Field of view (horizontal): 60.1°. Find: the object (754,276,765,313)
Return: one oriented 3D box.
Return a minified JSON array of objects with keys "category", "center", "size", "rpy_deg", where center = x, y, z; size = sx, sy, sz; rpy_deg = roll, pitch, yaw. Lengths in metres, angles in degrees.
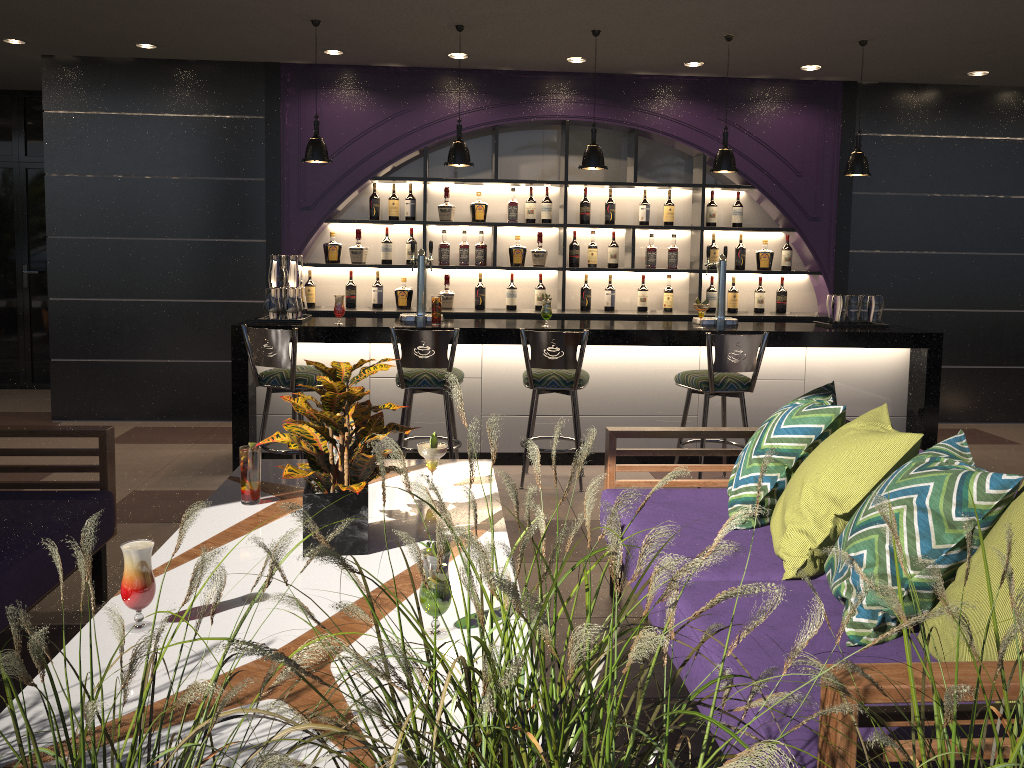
[{"category":"object","center":[2.034,-0.733,7.264],"size":[0.086,0.297,0.086],"rpy_deg":[6,7,44]}]

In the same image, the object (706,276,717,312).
[{"category":"object","center":[1.629,-0.734,7.229],"size":[0.086,0.296,0.086],"rpy_deg":[6,7,44]}]

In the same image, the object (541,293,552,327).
[{"category":"object","center":[0.218,-0.467,5.558],"size":[0.069,0.210,0.069],"rpy_deg":[-1,6,-21]}]

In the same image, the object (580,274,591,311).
[{"category":"object","center":[0.595,-0.737,7.131],"size":[0.086,0.296,0.086],"rpy_deg":[6,7,44]}]

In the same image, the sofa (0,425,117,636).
[{"category":"sofa","center":[-1.969,0.526,2.312],"size":[1.119,0.914,2.141],"rpy_deg":[0,8,-4]}]

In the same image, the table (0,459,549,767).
[{"category":"table","center":[-0.480,0.717,2.434],"size":[0.941,0.550,2.051],"rpy_deg":[0,8,-4]}]

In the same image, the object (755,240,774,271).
[{"category":"object","center":[2.060,-1.049,7.218],"size":[0.151,0.246,0.094],"rpy_deg":[3,6,14]}]

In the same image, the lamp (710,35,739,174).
[{"category":"lamp","center":[1.382,-1.797,5.696],"size":[0.163,0.860,0.163],"rpy_deg":[5,6,38]}]

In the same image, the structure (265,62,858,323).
[{"category":"structure","center":[0.413,-1.058,7.020],"size":[4.627,2.746,0.533],"rpy_deg":[0,5,-4]}]

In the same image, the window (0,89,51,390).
[{"category":"window","center":[-4.544,-1.316,8.193],"size":[1.826,2.746,0.109],"rpy_deg":[1,5,-4]}]

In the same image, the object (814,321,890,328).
[{"category":"object","center":[2.326,-0.410,6.063],"size":[0.437,0.018,0.275],"rpy_deg":[0,8,-4]}]

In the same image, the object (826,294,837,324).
[{"category":"object","center":[2.213,-0.509,6.078],"size":[0.105,0.208,0.106],"rpy_deg":[1,6,1]}]

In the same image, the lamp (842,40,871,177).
[{"category":"lamp","center":[2.266,-1.792,5.763],"size":[0.163,0.860,0.163],"rpy_deg":[5,6,38]}]

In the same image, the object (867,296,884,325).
[{"category":"object","center":[2.456,-0.491,5.985],"size":[0.105,0.208,0.106],"rpy_deg":[1,6,1]}]

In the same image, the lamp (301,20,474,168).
[{"category":"lamp","center":[-0.772,-1.810,5.534],"size":[1.080,0.860,0.193],"rpy_deg":[0,5,-4]}]

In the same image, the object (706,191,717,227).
[{"category":"object","center":[1.628,-1.425,7.210],"size":[0.086,0.297,0.086],"rpy_deg":[6,7,44]}]

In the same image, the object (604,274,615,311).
[{"category":"object","center":[0.793,-0.746,7.162],"size":[0.086,0.313,0.104],"rpy_deg":[1,5,1]}]

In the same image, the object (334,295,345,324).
[{"category":"object","center":[-1.065,-0.460,5.462],"size":[0.069,0.180,0.069],"rpy_deg":[-2,6,-32]}]

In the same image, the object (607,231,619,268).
[{"category":"object","center":[0.818,-1.084,7.142],"size":[0.086,0.297,0.086],"rpy_deg":[6,7,44]}]

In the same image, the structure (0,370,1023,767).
[{"category":"structure","center":[0.672,-0.807,4.127],"size":[24.711,3.105,7.872],"rpy_deg":[0,8,-4]}]

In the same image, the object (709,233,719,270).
[{"category":"object","center":[1.631,-1.074,7.177],"size":[0.086,0.297,0.086],"rpy_deg":[6,7,44]}]

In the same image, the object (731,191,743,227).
[{"category":"object","center":[1.841,-1.422,7.220],"size":[0.086,0.296,0.086],"rpy_deg":[6,7,44]}]

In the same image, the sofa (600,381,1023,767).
[{"category":"sofa","center":[0.971,0.544,2.534],"size":[1.119,0.914,2.141],"rpy_deg":[0,8,-4]}]

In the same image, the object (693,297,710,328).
[{"category":"object","center":[1.204,-0.454,5.633],"size":[0.106,0.196,0.106],"rpy_deg":[3,6,23]}]

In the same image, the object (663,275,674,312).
[{"category":"object","center":[1.281,-0.744,7.247],"size":[0.080,0.298,0.080],"rpy_deg":[1,5,-2]}]

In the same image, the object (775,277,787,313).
[{"category":"object","center":[2.213,-0.731,7.266],"size":[0.086,0.297,0.086],"rpy_deg":[6,7,44]}]

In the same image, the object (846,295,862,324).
[{"category":"object","center":[2.325,-0.500,6.027],"size":[0.105,0.208,0.106],"rpy_deg":[1,6,1]}]

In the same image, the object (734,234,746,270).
[{"category":"object","center":[1.857,-1.073,7.196],"size":[0.086,0.296,0.086],"rpy_deg":[6,7,44]}]

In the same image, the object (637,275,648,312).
[{"category":"object","center":[1.063,-0.739,7.191],"size":[0.086,0.297,0.086],"rpy_deg":[6,7,44]}]

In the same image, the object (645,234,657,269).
[{"category":"object","center":[1.131,-1.080,7.198],"size":[0.083,0.280,0.083],"rpy_deg":[1,5,-4]}]

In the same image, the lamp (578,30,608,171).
[{"category":"lamp","center":[0.526,-1.802,5.631],"size":[0.163,0.860,0.163],"rpy_deg":[5,6,38]}]

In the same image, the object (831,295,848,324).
[{"category":"object","center":[2.209,-0.493,5.970],"size":[0.105,0.208,0.106],"rpy_deg":[1,6,1]}]

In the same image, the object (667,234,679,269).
[{"category":"object","center":[1.310,-1.076,7.193],"size":[0.083,0.280,0.083],"rpy_deg":[2,5,16]}]

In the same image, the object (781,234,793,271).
[{"category":"object","center":[2.252,-1.075,7.250],"size":[0.086,0.297,0.086],"rpy_deg":[6,7,44]}]

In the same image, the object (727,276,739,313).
[{"category":"object","center":[1.804,-0.729,7.220],"size":[0.086,0.297,0.086],"rpy_deg":[6,7,44]}]

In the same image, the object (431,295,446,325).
[{"category":"object","center":[-0.461,-0.460,5.503],"size":[0.084,0.188,0.067],"rpy_deg":[3,6,21]}]

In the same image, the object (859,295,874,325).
[{"category":"object","center":[2.441,-0.508,6.099],"size":[0.105,0.208,0.106],"rpy_deg":[1,6,1]}]
